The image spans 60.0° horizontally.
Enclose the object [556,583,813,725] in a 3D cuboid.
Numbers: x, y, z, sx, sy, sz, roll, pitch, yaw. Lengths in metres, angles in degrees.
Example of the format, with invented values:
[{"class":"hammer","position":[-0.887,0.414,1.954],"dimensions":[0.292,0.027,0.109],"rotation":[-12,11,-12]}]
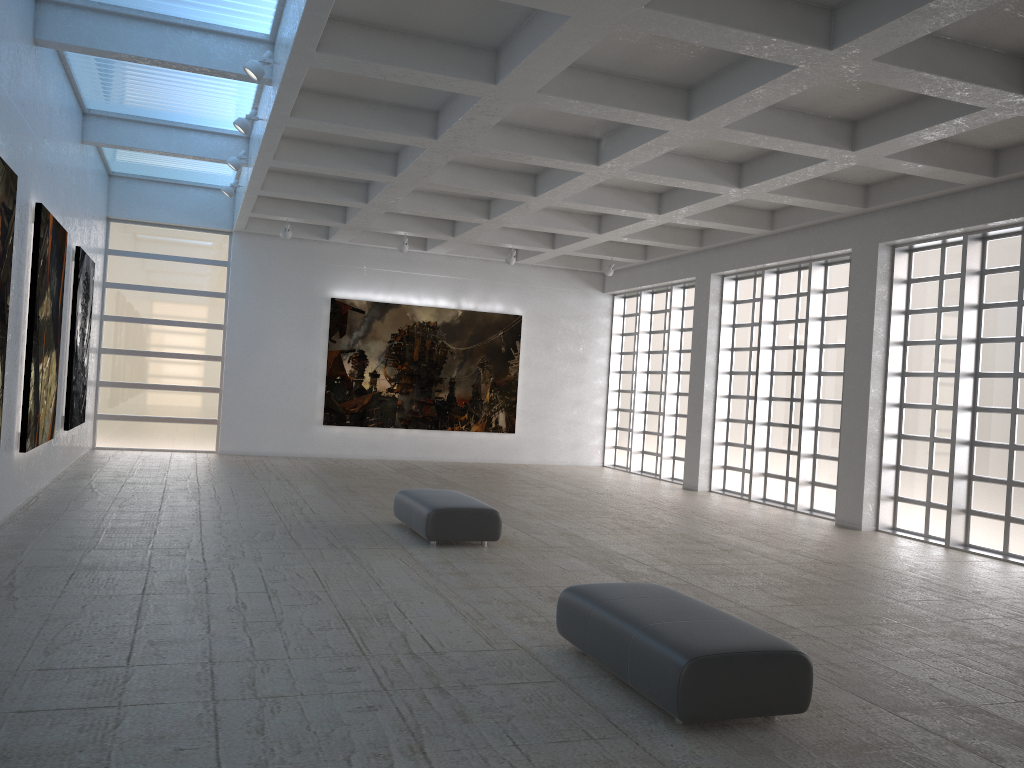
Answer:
[{"class":"object","position":[1.808,2.972,10.119],"dimensions":[1.616,0.828,3.044],"rotation":[4,0,-20]}]

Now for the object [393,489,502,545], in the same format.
[{"class":"object","position":[-1.450,2.820,19.062],"dimensions":[1.616,0.828,3.044],"rotation":[4,0,-20]}]
